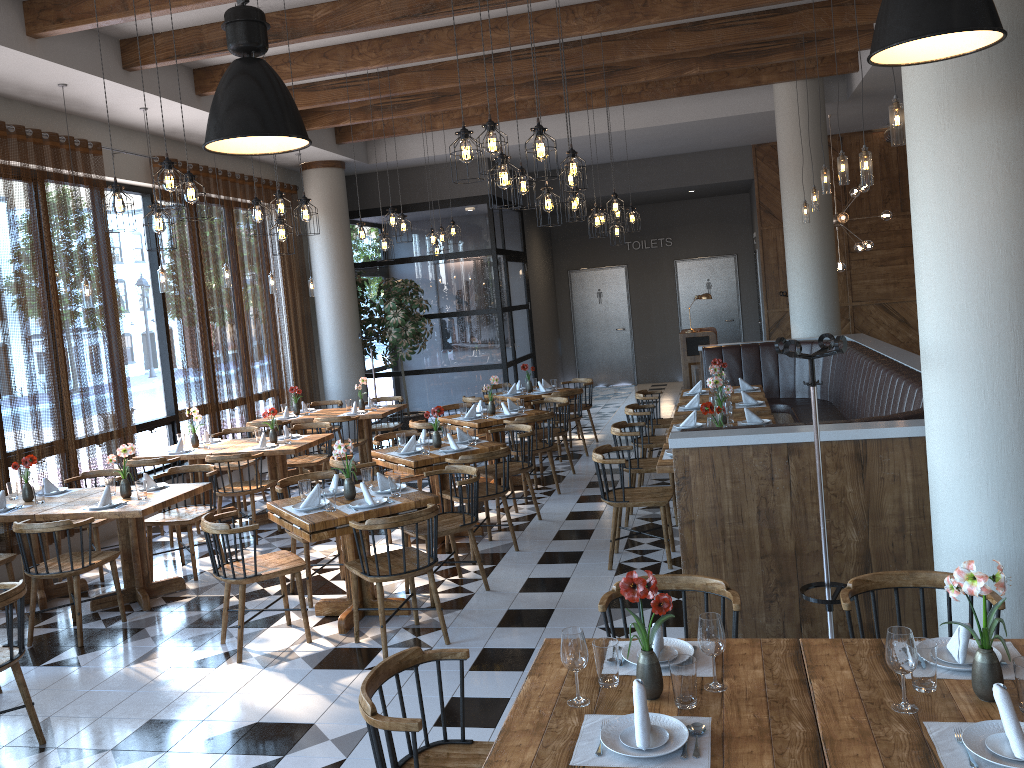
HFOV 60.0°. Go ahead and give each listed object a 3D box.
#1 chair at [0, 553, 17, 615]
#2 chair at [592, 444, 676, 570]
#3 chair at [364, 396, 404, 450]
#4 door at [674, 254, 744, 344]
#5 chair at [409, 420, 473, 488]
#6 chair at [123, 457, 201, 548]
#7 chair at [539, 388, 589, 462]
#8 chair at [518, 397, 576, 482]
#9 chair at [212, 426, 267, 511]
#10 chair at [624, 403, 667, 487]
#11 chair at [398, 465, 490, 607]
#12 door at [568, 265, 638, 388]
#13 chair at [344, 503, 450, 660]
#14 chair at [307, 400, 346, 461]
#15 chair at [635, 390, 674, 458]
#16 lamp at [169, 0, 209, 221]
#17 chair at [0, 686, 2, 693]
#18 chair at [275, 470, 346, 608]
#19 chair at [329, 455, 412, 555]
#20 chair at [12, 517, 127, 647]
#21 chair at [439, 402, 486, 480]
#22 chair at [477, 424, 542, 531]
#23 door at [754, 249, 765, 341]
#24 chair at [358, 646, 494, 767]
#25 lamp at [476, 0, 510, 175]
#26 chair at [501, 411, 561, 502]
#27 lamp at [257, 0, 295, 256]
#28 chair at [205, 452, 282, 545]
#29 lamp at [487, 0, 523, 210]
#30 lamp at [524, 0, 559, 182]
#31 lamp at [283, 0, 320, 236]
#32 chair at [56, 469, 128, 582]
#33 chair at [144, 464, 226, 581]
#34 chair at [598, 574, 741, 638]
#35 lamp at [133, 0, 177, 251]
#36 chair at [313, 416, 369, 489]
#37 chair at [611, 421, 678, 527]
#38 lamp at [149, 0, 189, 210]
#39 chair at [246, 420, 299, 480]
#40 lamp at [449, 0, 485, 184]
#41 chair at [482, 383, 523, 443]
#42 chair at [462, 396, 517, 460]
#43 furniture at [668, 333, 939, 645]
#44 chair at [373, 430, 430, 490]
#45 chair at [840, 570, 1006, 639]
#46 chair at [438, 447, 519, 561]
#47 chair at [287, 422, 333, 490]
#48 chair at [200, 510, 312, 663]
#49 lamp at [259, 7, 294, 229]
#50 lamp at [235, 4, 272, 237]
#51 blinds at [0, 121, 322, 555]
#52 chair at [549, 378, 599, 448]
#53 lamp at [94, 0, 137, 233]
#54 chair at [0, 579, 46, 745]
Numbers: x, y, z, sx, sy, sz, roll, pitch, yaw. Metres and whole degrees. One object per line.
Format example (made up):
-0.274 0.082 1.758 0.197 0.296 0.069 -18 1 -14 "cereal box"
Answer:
-3.744 1.311 6.049 0.519 0.815 0.551 -4 4 14 "chair"
0.879 0.860 6.323 0.549 0.815 0.521 -4 4 14 "chair"
-1.632 0.597 11.349 0.519 0.815 0.551 -4 4 14 "chair"
3.857 -1.280 17.254 1.206 2.388 0.115 -4 3 14 "door"
-0.720 0.751 8.927 0.551 0.815 0.519 -8 5 -31 "chair"
-3.241 1.056 8.186 0.519 0.815 0.551 -4 4 14 "chair"
0.596 0.471 10.550 0.521 0.815 0.550 -8 5 -31 "chair"
0.372 0.585 9.599 0.551 0.815 0.519 -8 5 -31 "chair"
-2.943 0.904 9.453 0.519 0.815 0.551 -4 4 14 "chair"
1.382 0.604 8.463 0.549 0.815 0.521 -4 4 14 "chair"
-0.463 1.011 6.046 0.551 0.815 0.519 -8 5 -31 "chair"
1.808 -1.141 17.748 1.206 2.388 0.115 -4 3 14 "door"
-0.672 1.117 5.162 0.521 0.815 0.550 -8 5 -31 "chair"
-2.450 0.653 11.546 0.519 0.815 0.551 -4 4 14 "chair"
1.634 0.476 9.532 0.549 0.815 0.521 -4 4 14 "chair"
-2.120 -2.072 5.584 0.175 2.066 0.175 -6 3 -11 "lamp"
-3.165 1.377 4.845 0.519 0.815 0.551 -4 4 14 "chair"
-1.347 1.071 6.260 0.521 0.815 0.550 -8 5 -31 "chair"
-1.144 0.968 7.122 0.551 0.815 0.519 -8 5 -31 "chair"
-2.926 1.256 5.852 0.519 0.815 0.551 -4 4 14 "chair"
-0.511 0.645 9.812 0.521 0.815 0.550 -8 5 -31 "chair"
-0.052 0.801 7.793 0.551 0.815 0.519 -8 5 -31 "chair"
4.448 -1.201 15.897 0.114 2.388 1.211 -4 4 14 "door"
-0.159 1.304 2.777 0.549 0.815 0.521 -4 4 14 "chair"
-0.194 -2.259 5.107 0.175 2.066 0.175 -3 4 32 "lamp"
0.164 0.691 8.714 0.521 0.815 0.550 -8 5 -31 "chair"
-1.899 -2.052 6.958 0.175 2.066 0.175 -3 4 33 "lamp"
-2.423 1.000 7.989 0.519 0.815 0.551 -4 4 14 "chair"
-0.126 -2.012 4.894 0.175 2.066 0.175 -3 4 32 "lamp"
0.079 -2.158 4.843 0.175 2.066 0.175 -5 3 -2 "lamp"
-1.695 -2.197 6.903 0.175 2.066 0.175 -5 3 -1 "lamp"
-3.446 1.160 7.316 0.519 0.815 0.551 -4 4 14 "chair"
-2.628 1.104 7.119 0.519 0.815 0.551 -4 4 14 "chair"
0.604 1.186 3.261 0.519 0.815 0.551 -4 4 14 "chair"
-2.315 -1.877 5.560 0.175 2.066 0.175 -5 3 0 "lamp"
-1.931 0.749 10.081 0.519 0.815 0.551 -4 4 14 "chair"
1.131 0.732 7.393 0.549 0.815 0.521 -4 4 14 "chair"
-2.176 -2.104 5.380 0.175 2.066 0.175 -5 3 0 "lamp"
-2.749 0.805 10.279 0.519 0.815 0.551 -4 4 14 "chair"
-0.339 -2.175 4.968 0.175 2.066 0.175 -4 3 21 "lamp"
-0.079 0.426 11.648 0.521 0.815 0.550 -8 5 -31 "chair"
-0.288 0.532 10.763 0.551 0.815 0.519 -8 5 -31 "chair"
2.549 0.412 7.620 1.916 1.147 6.612 -4 6 14 "furniture"
-0.936 0.862 8.007 0.521 0.815 0.550 -8 5 -31 "chair"
1.445 1.129 3.058 0.519 0.815 0.551 -4 4 14 "chair"
-0.261 0.907 6.909 0.521 0.815 0.550 -8 5 -31 "chair"
-2.125 0.848 9.256 0.519 0.815 0.551 -4 4 14 "chair"
-1.555 1.177 5.375 0.551 0.815 0.519 -8 5 -31 "chair"
-1.963 -2.300 7.173 0.175 2.066 0.175 -3 4 33 "lamp"
-2.111 -2.216 7.036 0.175 2.066 0.175 -4 3 22 "lamp"
-3.747 -0.603 9.101 0.160 3.571 7.293 -4 5 14 "blinds"
0.800 0.363 11.458 0.551 0.815 0.519 -8 5 -31 "chair"
-2.534 -1.980 5.474 0.175 2.066 0.175 -7 4 -34 "lamp"
-2.561 1.388 4.165 0.549 0.815 0.521 -4 4 14 "chair"
